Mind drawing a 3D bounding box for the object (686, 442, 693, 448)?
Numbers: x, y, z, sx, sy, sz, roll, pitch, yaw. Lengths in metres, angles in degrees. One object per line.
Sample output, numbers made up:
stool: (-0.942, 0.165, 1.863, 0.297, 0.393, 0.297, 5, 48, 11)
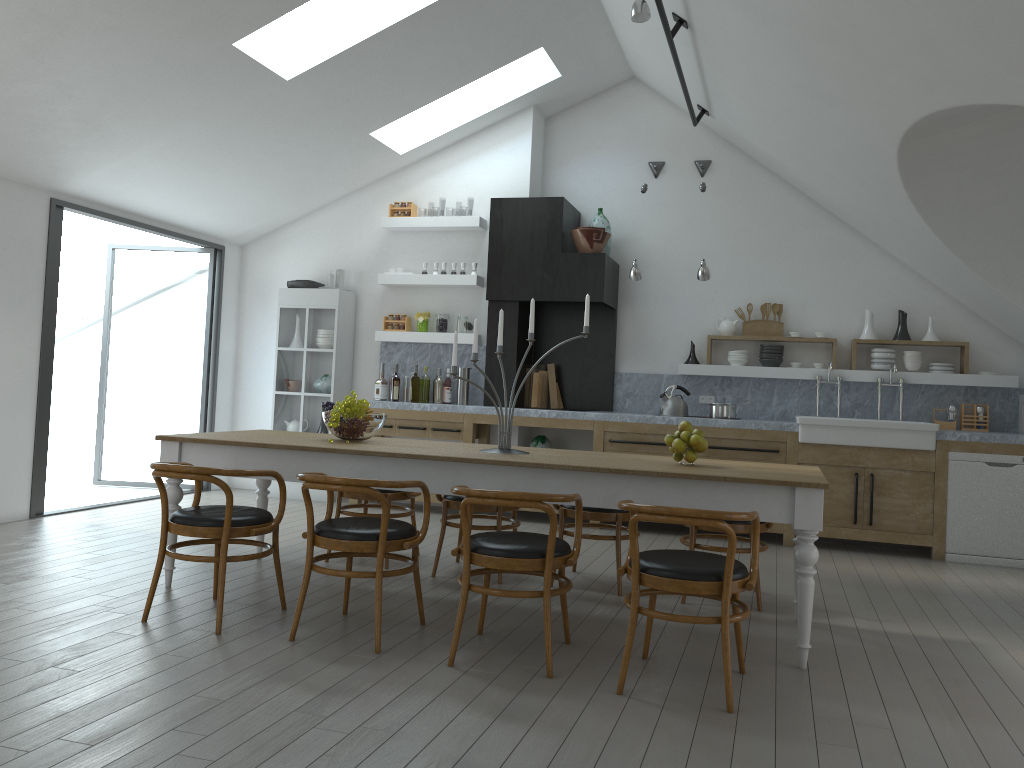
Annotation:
object: (0.895, 0.296, 4.418, 0.062, 0.059, 0.062, 2, -1, 21)

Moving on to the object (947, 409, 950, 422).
object: (3.610, 0.286, 7.328, 0.044, 0.179, 0.019, 3, -2, -18)

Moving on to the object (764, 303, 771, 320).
object: (2.268, -0.571, 7.876, 0.057, 0.299, 0.019, 2, -2, 17)

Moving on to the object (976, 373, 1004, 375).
object: (3.952, -0.075, 7.331, 0.213, 0.025, 0.213, 3, 0, 4)

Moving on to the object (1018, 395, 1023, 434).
object: (4.166, 0.248, 6.884, 0.324, 0.321, 0.386, 2, -1, 17)

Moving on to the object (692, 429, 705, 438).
object: (0.925, 0.253, 4.399, 0.062, 0.059, 0.062, 2, -1, 17)

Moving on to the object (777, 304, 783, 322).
object: (2.370, -0.565, 7.867, 0.057, 0.294, 0.030, 2, -2, 17)

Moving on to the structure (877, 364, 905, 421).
structure: (3.171, 0.102, 7.301, 0.214, 0.530, 0.332, 3, -2, -3)

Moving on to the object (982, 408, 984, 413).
object: (3.862, 0.286, 7.313, 0.042, 0.192, 0.040, 4, -2, -24)

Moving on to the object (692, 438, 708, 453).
object: (0.917, 0.299, 4.320, 0.077, 0.076, 0.076, 3, -1, -16)

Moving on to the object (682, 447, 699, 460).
object: (0.881, 0.346, 4.378, 0.078, 0.074, 0.080, 3, -1, -28)

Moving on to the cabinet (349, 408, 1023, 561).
cabinet: (1.748, 0.866, 7.549, 6.430, 1.023, 1.003, 3, -1, 17)

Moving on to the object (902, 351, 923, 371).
object: (3.377, -0.193, 7.473, 0.158, 0.160, 0.154, 2, -2, 45)

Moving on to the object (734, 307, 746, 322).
object: (2.090, -0.562, 7.948, 0.199, 0.259, 0.016, 2, -2, 27)

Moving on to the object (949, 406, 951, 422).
object: (3.632, 0.278, 7.348, 0.018, 0.196, 0.020, 2, -2, 26)

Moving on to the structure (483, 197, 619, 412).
structure: (0.373, -0.713, 8.158, 1.076, 1.886, 0.779, 2, -2, 17)

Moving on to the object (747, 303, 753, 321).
object: (2.127, -0.578, 7.940, 0.055, 0.299, 0.027, 2, -2, 17)

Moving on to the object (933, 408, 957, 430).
object: (3.599, 0.292, 7.371, 0.173, 0.171, 0.100, 2, -2, 18)

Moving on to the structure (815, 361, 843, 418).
structure: (2.704, 0.081, 7.443, 0.214, 0.530, 0.332, 3, -2, -3)

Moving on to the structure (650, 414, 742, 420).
structure: (1.587, 0.302, 7.577, 0.737, 0.041, 0.647, 3, 0, 17)

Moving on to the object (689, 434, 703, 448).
object: (0.888, 0.275, 4.272, 0.062, 0.063, 0.063, 3, -1, -21)

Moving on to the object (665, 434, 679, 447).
object: (0.786, 0.279, 4.357, 0.072, 0.064, 0.071, 2, -1, 10)

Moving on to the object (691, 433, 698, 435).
object: (0.892, 0.267, 4.358, 0.052, 0.051, 0.053, 3, -1, -12)

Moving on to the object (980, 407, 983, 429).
object: (3.853, 0.288, 7.276, 0.018, 0.196, 0.020, 1, -3, 39)

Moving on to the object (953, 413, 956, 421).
object: (3.646, 0.288, 7.313, 0.019, 0.179, 0.044, 3, -2, 1)

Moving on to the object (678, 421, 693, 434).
object: (0.855, 0.217, 4.363, 0.072, 0.074, 0.072, 2, -1, 17)

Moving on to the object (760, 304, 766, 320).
object: (2.241, -0.572, 7.905, 0.061, 0.299, 0.040, 2, -2, 14)

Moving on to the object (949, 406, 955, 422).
object: (3.633, 0.275, 7.310, 0.042, 0.192, 0.040, 4, -2, -37)

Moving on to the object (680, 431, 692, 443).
object: (0.845, 0.256, 4.309, 0.053, 0.057, 0.058, 2, -1, 31)

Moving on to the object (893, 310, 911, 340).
object: (3.323, -0.498, 7.545, 0.156, 0.268, 0.156, 2, -2, 21)

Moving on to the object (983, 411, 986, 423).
object: (3.878, 0.299, 7.290, 0.044, 0.179, 0.019, 3, -2, -6)

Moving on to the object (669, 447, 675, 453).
object: (0.812, 0.318, 4.404, 0.059, 0.056, 0.059, 2, -1, 11)

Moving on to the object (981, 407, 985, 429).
object: (3.864, 0.289, 7.277, 0.022, 0.196, 0.019, 2, -2, 18)

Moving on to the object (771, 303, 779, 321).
object: (2.330, -0.567, 7.860, 0.068, 0.298, 0.039, 2, -2, 17)

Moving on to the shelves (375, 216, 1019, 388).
shelves: (1.478, -0.770, 7.967, 5.551, 1.363, 0.479, 3, -2, 11)

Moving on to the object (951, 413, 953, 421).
object: (3.637, 0.278, 7.328, 0.018, 0.196, 0.023, 2, -2, 12)

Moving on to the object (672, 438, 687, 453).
object: (0.811, 0.300, 4.300, 0.070, 0.072, 0.071, 3, -1, -19)

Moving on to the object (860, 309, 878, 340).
object: (3.072, -0.510, 7.624, 0.156, 0.268, 0.156, 3, -2, 5)

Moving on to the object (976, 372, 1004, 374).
object: (3.952, -0.084, 7.331, 0.213, 0.025, 0.213, 3, 0, 4)

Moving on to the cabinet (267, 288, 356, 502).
cabinet: (-1.921, 0.093, 8.519, 0.642, 1.992, 0.360, 2, -2, 16)

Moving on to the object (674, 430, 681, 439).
object: (0.839, 0.264, 4.409, 0.072, 0.071, 0.066, 3, -1, -14)

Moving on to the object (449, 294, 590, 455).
object: (0.052, -0.075, 4.645, 0.774, 0.876, 0.265, 3, -2, -9)

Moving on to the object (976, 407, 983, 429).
object: (3.838, 0.284, 7.271, 0.042, 0.192, 0.040, 4, -2, -23)

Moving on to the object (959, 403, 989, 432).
object: (3.816, 0.276, 7.318, 0.200, 0.223, 0.104, 2, -2, 17)

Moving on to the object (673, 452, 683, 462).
object: (0.816, 0.357, 4.356, 0.051, 0.050, 0.049, 2, -1, 20)

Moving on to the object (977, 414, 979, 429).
object: (3.847, 0.297, 7.312, 0.019, 0.179, 0.044, 2, -2, 14)

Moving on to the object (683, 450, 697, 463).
object: (0.865, 0.351, 4.306, 0.064, 0.063, 0.063, 2, -1, 28)

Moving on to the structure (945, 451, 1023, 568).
structure: (3.669, 0.937, 6.802, 0.724, 0.823, 0.598, 2, -1, 17)

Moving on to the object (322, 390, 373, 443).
object: (-0.901, 0.177, 4.943, 0.292, 0.284, 0.393, 3, -1, -19)

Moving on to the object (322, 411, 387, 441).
object: (-0.883, 0.241, 4.961, 0.360, 0.160, 0.360, 3, -1, -3)

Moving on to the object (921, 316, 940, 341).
object: (3.539, -0.464, 7.488, 0.156, 0.219, 0.156, 3, -1, -2)

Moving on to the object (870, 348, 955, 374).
object: (3.383, -0.191, 7.496, 0.657, 0.196, 0.197, 3, -1, 16)
